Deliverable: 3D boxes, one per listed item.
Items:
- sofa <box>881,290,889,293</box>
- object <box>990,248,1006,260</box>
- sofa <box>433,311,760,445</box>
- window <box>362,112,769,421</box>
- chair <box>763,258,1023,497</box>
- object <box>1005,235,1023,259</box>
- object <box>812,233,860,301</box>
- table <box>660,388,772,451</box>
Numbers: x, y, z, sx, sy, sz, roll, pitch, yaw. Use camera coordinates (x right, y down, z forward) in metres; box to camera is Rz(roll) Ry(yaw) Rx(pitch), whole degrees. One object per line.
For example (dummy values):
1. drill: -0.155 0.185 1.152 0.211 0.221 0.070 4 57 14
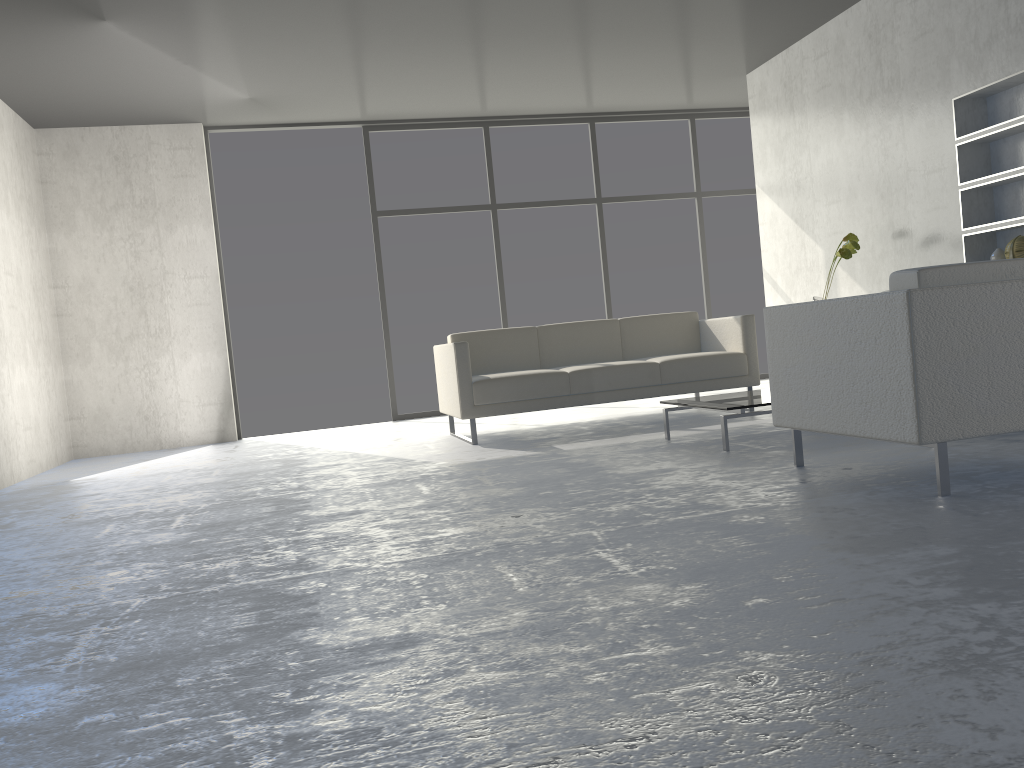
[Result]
1. sofa: 2.252 -0.199 4.520 0.821 0.658 1.881 -6 3 -13
2. object: 2.685 -0.684 4.886 0.086 0.128 0.086 -6 3 -2
3. sofa: 0.515 -0.079 5.613 1.881 0.658 0.821 -6 3 -13
4. window: 0.846 -1.126 7.898 4.080 2.477 0.037 -6 3 -13
5. chair: 1.391 -0.049 2.956 0.748 0.662 0.821 -6 3 -13
6. object: 2.692 -0.704 4.733 0.088 0.179 0.163 -7 3 -23
7. object: 2.029 -0.419 5.568 0.387 1.051 0.400 -5 3 15
8. table: 1.214 0.149 4.236 0.773 0.190 0.730 -6 3 -13
